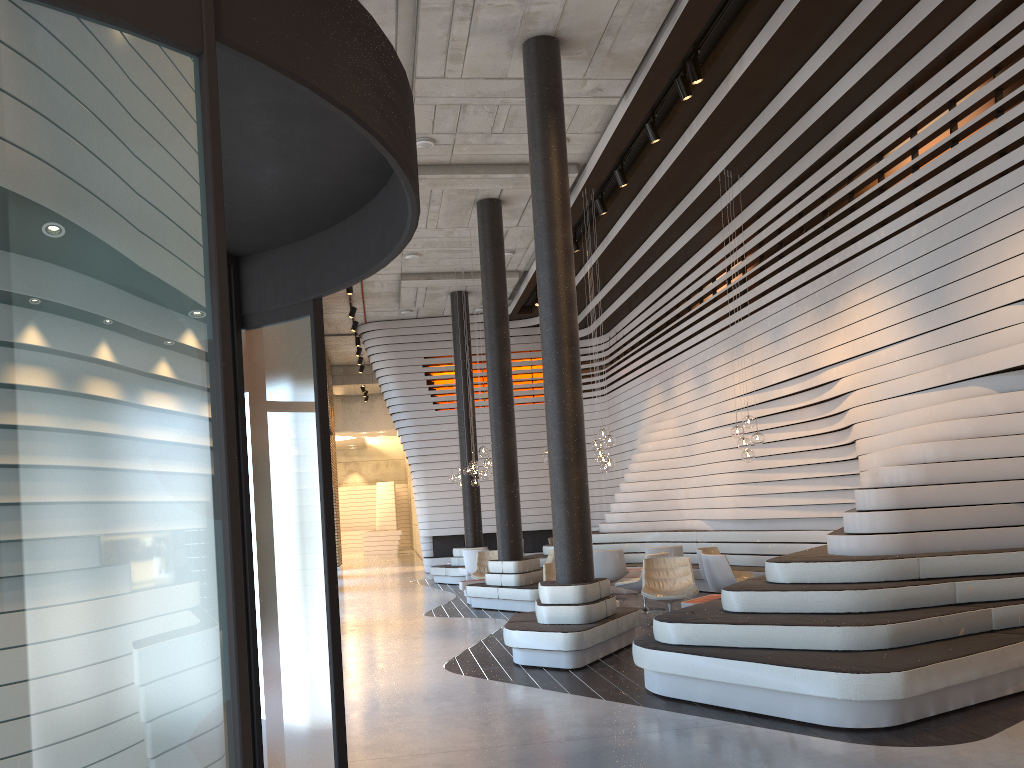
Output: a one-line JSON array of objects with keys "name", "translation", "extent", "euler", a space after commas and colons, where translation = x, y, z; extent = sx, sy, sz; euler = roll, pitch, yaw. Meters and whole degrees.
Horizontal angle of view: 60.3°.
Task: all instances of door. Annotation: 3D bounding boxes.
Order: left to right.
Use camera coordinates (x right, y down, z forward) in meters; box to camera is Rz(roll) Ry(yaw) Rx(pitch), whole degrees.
[{"name": "door", "translation": [-1.822, 0.595, 2.709], "extent": [3.201, 2.837, 3.279], "euler": [-3, -5, -1]}]

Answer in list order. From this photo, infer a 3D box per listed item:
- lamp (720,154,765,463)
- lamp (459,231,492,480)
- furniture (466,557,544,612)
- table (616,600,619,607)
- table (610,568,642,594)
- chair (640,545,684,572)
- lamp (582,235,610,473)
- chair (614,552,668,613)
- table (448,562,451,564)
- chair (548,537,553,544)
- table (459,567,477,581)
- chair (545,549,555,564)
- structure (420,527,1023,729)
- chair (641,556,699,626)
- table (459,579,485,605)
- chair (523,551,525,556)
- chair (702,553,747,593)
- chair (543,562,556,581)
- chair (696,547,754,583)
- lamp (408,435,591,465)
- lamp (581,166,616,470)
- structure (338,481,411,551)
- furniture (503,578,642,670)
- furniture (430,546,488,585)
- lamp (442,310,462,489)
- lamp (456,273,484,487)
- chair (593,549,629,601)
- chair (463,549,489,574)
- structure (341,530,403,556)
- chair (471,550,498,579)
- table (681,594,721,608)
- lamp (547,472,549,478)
[{"name": "lamp", "translation": [2.839, -1.334, 11.288], "extent": [0.337, 4.691, 0.528], "euler": [-5, -3, 44]}, {"name": "lamp", "translation": [-0.590, -0.752, 14.441], "extent": [0.541, 4.652, 0.296], "euler": [-3, -2, -23]}, {"name": "furniture", "translation": [0.268, 2.925, 12.998], "extent": [1.267, 0.718, 1.797], "euler": [1, -9, -37]}, {"name": "table", "translation": [0.723, 2.622, 9.818], "extent": [0.904, 0.369, 0.417], "euler": [-3, -5, -5]}, {"name": "table", "translation": [1.761, 3.171, 14.160], "extent": [0.913, 0.368, 0.413], "euler": [-7, -6, 25]}, {"name": "chair", "translation": [2.282, 2.822, 13.317], "extent": [0.656, 0.762, 0.716], "euler": [-3, -5, -1]}, {"name": "lamp", "translation": [1.345, -0.837, 14.678], "extent": [0.292, 4.652, 0.549], "euler": [-3, -2, -13]}, {"name": "chair", "translation": [1.740, 2.631, 11.726], "extent": [0.718, 0.762, 0.654], "euler": [-7, -5, 32]}, {"name": "table", "translation": [-1.020, 4.085, 19.419], "extent": [0.900, 0.368, 0.419], "euler": [1, -7, -30]}, {"name": "chair", "translation": [1.169, 3.745, 19.364], "extent": [0.652, 0.762, 0.720], "euler": [0, -6, -35]}, {"name": "table", "translation": [-0.580, 3.721, 17.033], "extent": [0.905, 0.369, 0.417], "euler": [-4, -5, 0]}, {"name": "chair", "translation": [0.479, 3.043, 14.095], "extent": [0.709, 0.762, 0.662], "euler": [-3, -5, -5]}, {"name": "structure", "translation": [2.261, 2.903, 14.451], "extent": [5.753, 0.922, 18.424], "euler": [-2, -8, -12]}, {"name": "chair", "translation": [1.843, 2.426, 10.315], "extent": [0.658, 0.762, 0.714], "euler": [-4, -5, 8]}, {"name": "table", "translation": [-0.396, 3.276, 13.958], "extent": [0.902, 0.369, 0.418], "euler": [-2, -6, -15]}, {"name": "chair", "translation": [0.347, 3.677, 18.528], "extent": [0.709, 0.762, 0.662], "euler": [-3, -5, -4]}, {"name": "chair", "translation": [2.714, 2.441, 10.807], "extent": [0.708, 0.762, 0.663], "euler": [-3, -5, -9]}, {"name": "chair", "translation": [0.706, 2.538, 10.614], "extent": [0.655, 0.762, 0.717], "euler": [-3, -5, -7]}, {"name": "chair", "translation": [2.860, 2.576, 11.822], "extent": [0.718, 0.762, 0.654], "euler": [-7, -6, 36]}, {"name": "lamp", "translation": [2.578, -2.111, 4.951], "extent": [9.010, 4.585, 42.372], "euler": [-3, -8, -8]}, {"name": "lamp", "translation": [1.193, -1.109, 12.749], "extent": [0.309, 4.718, 0.665], "euler": [-4, -2, 0]}, {"name": "structure", "translation": [-6.414, 5.913, 38.866], "extent": [4.521, 2.849, 5.878], "euler": [-3, -7, -8]}, {"name": "furniture", "translation": [0.436, 2.310, 8.721], "extent": [1.286, 0.718, 1.770], "euler": [-7, -8, 27]}, {"name": "furniture", "translation": [-1.035, 3.743, 18.226], "extent": [1.270, 0.718, 1.793], "euler": [-2, -7, -13]}, {"name": "lamp", "translation": [-1.327, 0.059, 19.870], "extent": [0.278, 4.606, 0.541], "euler": [-5, -3, 41]}, {"name": "lamp", "translation": [-0.805, -0.318, 17.026], "extent": [0.278, 4.606, 0.541], "euler": [-5, -3, 43]}, {"name": "chair", "translation": [1.432, 2.871, 13.289], "extent": [0.659, 0.762, 0.713], "euler": [-5, -5, 12]}, {"name": "chair", "translation": [-0.548, 3.412, 16.262], "extent": [0.663, 0.762, 0.709], "euler": [-6, -5, 29]}, {"name": "structure", "translation": [-5.826, 6.543, 36.590], "extent": [2.536, 0.892, 7.602], "euler": [1, -9, -30]}, {"name": "chair", "translation": [-0.331, 3.189, 14.777], "extent": [0.658, 0.762, 0.713], "euler": [-4, -5, 10]}, {"name": "table", "translation": [2.139, 2.489, 9.490], "extent": [0.900, 0.368, 0.419], "euler": [2, -7, -35]}, {"name": "lamp", "translation": [0.900, -0.136, 19.449], "extent": [0.547, 4.652, 0.293], "euler": [-4, -2, 17]}]
